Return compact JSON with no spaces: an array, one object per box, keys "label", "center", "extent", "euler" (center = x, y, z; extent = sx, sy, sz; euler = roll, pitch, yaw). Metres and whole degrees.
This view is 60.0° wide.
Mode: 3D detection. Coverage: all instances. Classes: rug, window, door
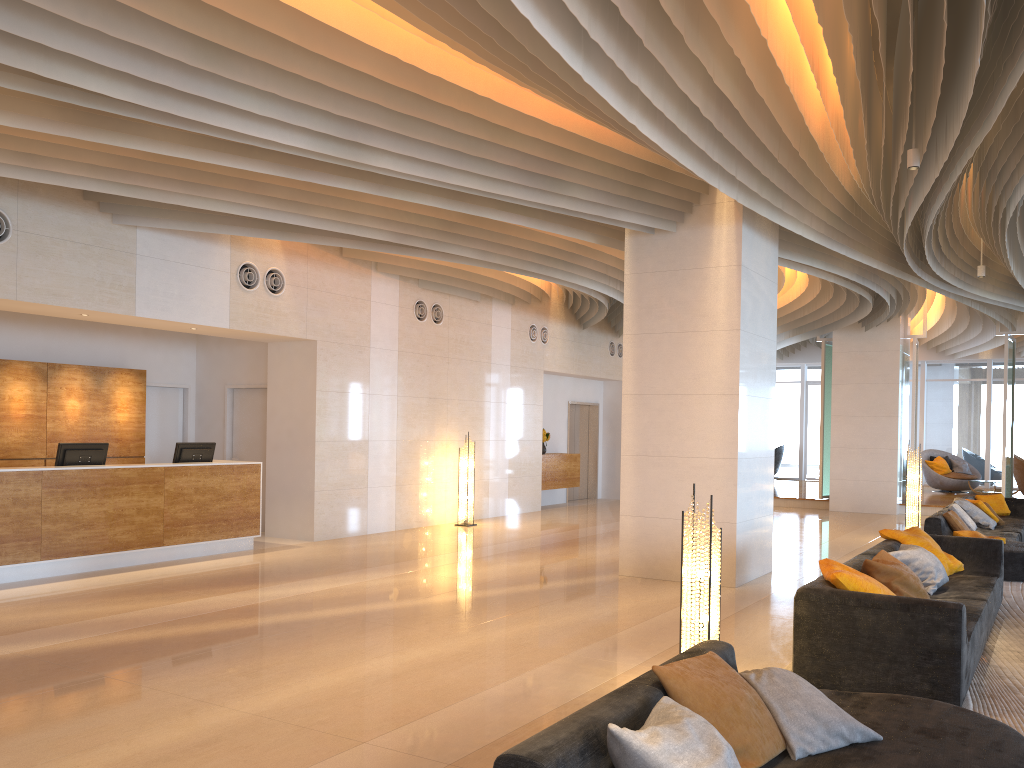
[{"label":"rug","center":[5.024,1.877,5.802],"extent":[5.427,0.022,16.485],"euler":[-1,-3,32]},{"label":"window","center":[9.718,0.100,5.396],"extent":[22.191,3.219,54.402],"euler":[1,-3,-2]},{"label":"door","center":[8.996,1.344,24.953],"extent":[1.436,2.771,0.061],"euler":[1,0,31]},{"label":"door","center":[1.422,1.442,18.953],"extent":[0.242,2.100,1.428],"euler":[1,0,32]}]

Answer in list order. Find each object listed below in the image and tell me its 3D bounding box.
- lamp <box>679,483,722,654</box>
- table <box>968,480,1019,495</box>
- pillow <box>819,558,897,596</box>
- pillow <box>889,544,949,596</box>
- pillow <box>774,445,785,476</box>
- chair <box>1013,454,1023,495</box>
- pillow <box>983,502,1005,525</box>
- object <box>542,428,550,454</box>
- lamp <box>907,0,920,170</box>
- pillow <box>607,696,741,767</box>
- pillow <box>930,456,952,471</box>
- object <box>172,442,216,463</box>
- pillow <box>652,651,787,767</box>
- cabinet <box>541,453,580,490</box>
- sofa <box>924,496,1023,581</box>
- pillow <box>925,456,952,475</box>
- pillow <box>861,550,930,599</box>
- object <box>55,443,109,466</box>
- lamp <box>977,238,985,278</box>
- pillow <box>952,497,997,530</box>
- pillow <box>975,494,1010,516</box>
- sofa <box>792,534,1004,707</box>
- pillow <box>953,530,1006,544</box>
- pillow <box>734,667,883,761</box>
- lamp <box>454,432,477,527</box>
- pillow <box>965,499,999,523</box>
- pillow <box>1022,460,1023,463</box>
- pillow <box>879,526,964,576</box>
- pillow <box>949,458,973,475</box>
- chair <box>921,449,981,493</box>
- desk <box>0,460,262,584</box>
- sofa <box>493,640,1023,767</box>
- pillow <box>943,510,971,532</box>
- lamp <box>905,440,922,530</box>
[{"label":"lamp","center":[1.090,1.180,5.120],"extent":[0.246,1.198,0.254],"euler":[1,0,31]},{"label":"table","center":[10.994,2.374,20.200],"extent":[1.062,0.318,0.833],"euler":[-1,-3,38]},{"label":"pillow","center":[2.227,1.327,5.561],"extent":[0.544,0.377,0.643],"euler":[1,-2,10]},{"label":"pillow","center":[3.191,1.475,6.976],"extent":[0.414,0.377,0.596],"euler":[0,-2,34]},{"label":"pillow","center":[7.108,2.209,25.074],"extent":[1.117,1.005,1.544],"euler":[0,-2,34]},{"label":"chair","center":[10.909,1.931,18.291],"extent":[1.116,1.005,1.545],"euler":[0,-2,39]},{"label":"pillow","center":[6.543,1.775,12.220],"extent":[0.330,0.319,0.412],"euler":[1,-2,0]},{"label":"object","center":[0.602,1.084,16.845],"extent":[0.263,0.497,0.238],"euler":[1,0,18]},{"label":"lamp","center":[3.015,-2.364,6.627],"extent":[0.088,1.506,0.090],"euler":[1,0,22]},{"label":"pillow","center":[0.555,1.180,2.709],"extent":[0.450,0.344,0.573],"euler":[0,-2,30]},{"label":"pillow","center":[10.356,1.938,21.360],"extent":[0.614,0.422,0.367],"euler":[2,-1,-25]},{"label":"object","center":[-3.670,0.896,10.310],"extent":[0.348,0.435,0.545],"euler":[0,-2,32]},{"label":"pillow","center":[0.808,1.221,3.315],"extent":[0.391,0.391,0.615],"euler":[0,-2,34]},{"label":"cabinet","center":[0.719,1.684,17.213],"extent":[0.550,0.661,1.535],"euler":[0,-2,32]},{"label":"sofa","center":[6.917,1.849,11.068],"extent":[2.781,0.653,5.171],"euler":[-1,-3,32]},{"label":"pillow","center":[10.120,1.935,21.021],"extent":[0.632,0.454,0.464],"euler":[3,-2,-42]},{"label":"pillow","center":[2.633,1.381,6.079],"extent":[0.437,0.409,0.611],"euler":[0,-2,34]},{"label":"object","center":[-4.405,0.822,9.129],"extent":[0.348,0.435,0.545],"euler":[0,-2,32]},{"label":"lamp","center":[5.863,-2.087,11.051],"extent":[0.090,1.506,0.088],"euler":[1,0,-14]},{"label":"pillow","center":[6.181,1.730,11.852],"extent":[0.538,0.377,0.661],"euler":[0,-2,27]},{"label":"pillow","center":[7.279,1.825,13.437],"extent":[0.408,0.316,0.342],"euler":[1,-1,3]},{"label":"sofa","center":[3.031,1.586,6.607],"extent":[0.927,0.582,3.839],"euler":[0,-3,32]},{"label":"pillow","center":[5.227,1.723,9.915],"extent":[0.422,0.136,0.405],"euler":[2,-3,-25]},{"label":"pillow","center":[1.141,1.276,3.520],"extent":[0.434,0.246,0.465],"euler":[2,-2,-23]},{"label":"lamp","center":[-0.702,1.459,13.687],"extent":[0.246,1.450,0.254],"euler":[1,0,31]},{"label":"pillow","center":[6.400,1.740,12.121],"extent":[0.325,0.335,0.422],"euler":[1,-2,-2]},{"label":"pillow","center":[10.710,1.795,18.432],"extent":[0.366,0.422,0.615],"euler":[0,-2,30]},{"label":"pillow","center":[3.613,1.465,7.788],"extent":[0.650,0.377,0.538],"euler":[3,-2,-37]},{"label":"pillow","center":[10.765,1.988,21.274],"extent":[0.504,0.408,0.463],"euler":[1,-1,-1]},{"label":"chair","center":[10.433,2.067,21.126],"extent":[1.532,1.005,1.126],"euler":[2,-2,-16]},{"label":"desk","center":[-5.187,1.291,8.046],"extent":[0.884,1.049,6.779],"euler":[0,-3,32]},{"label":"sofa","center":[1.093,1.379,3.160],"extent":[1.334,0.576,2.290],"euler":[0,-3,32]},{"label":"pillow","center":[5.197,1.639,10.304],"extent":[0.323,0.311,0.431],"euler":[0,-2,33]},{"label":"lamp","center":[5.689,1.517,12.561],"extent":[0.246,1.450,0.254],"euler":[1,0,31]}]
